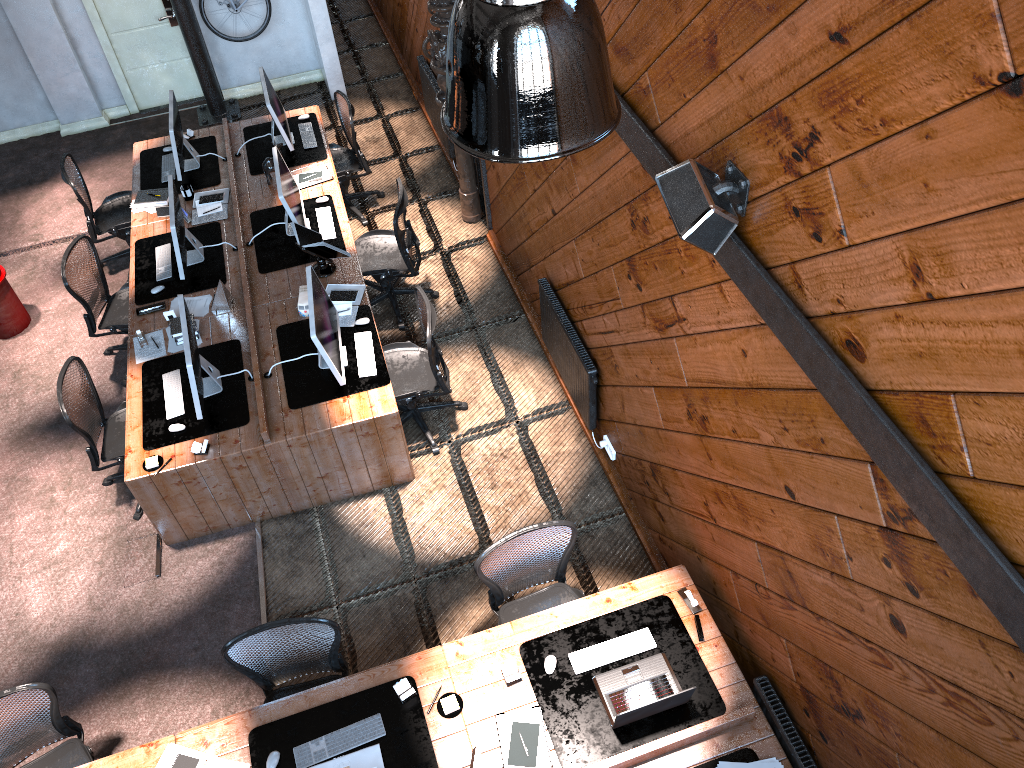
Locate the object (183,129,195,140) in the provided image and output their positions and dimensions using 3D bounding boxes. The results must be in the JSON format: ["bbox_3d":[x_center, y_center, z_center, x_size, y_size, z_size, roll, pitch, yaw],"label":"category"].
[{"bbox_3d":[-3.009,-2.313,8.220,0.082,0.063,0.106,32,58,30],"label":"object"}]

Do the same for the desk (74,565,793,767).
[{"bbox_3d":[-0.725,2.356,4.162,4.117,0.840,1.748,-16,48,-9],"label":"desk"}]

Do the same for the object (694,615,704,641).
[{"bbox_3d":[0.958,1.248,4.543,0.022,0.042,0.134,-5,47,1],"label":"object"}]

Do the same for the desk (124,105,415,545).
[{"bbox_3d":[-2.108,-0.810,7.232,1.748,0.840,4.117,-14,48,-8],"label":"desk"}]

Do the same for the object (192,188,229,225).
[{"bbox_3d":[-2.533,-1.500,7.440,0.304,0.017,0.467,-10,47,-4],"label":"object"}]

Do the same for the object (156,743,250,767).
[{"bbox_3d":[-1.503,1.896,4.199,0.467,0.017,0.304,8,49,13],"label":"object"}]

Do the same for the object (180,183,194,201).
[{"bbox_3d":[-2.755,-1.633,7.522,0.078,0.138,0.099,-3,47,2],"label":"object"}]

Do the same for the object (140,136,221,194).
[{"bbox_3d":[-2.963,-1.931,7.900,0.687,0.008,0.848,-15,48,-8],"label":"object"}]

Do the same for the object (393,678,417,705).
[{"bbox_3d":[-0.536,1.521,4.414,0.082,0.063,0.106,-30,51,-21],"label":"object"}]

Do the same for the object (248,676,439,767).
[{"bbox_3d":[-0.795,1.822,4.209,0.848,0.008,0.687,-16,48,-9],"label":"object"}]

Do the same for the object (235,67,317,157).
[{"bbox_3d":[-2.049,-2.402,7.876,0.648,0.576,0.799,19,52,21],"label":"object"}]

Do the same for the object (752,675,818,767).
[{"bbox_3d":[1.386,1.985,4.177,0.073,0.628,1.064,-16,48,-9],"label":"object"}]

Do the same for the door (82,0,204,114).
[{"bbox_3d":[-3.950,-3.984,9.378,1.013,2.268,0.064,-16,48,-9],"label":"door"}]

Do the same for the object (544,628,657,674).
[{"bbox_3d":[0.445,1.366,4.486,0.577,0.040,0.139,-14,47,-7],"label":"object"}]

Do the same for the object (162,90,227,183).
[{"bbox_3d":[-2.948,-2.135,7.720,0.692,0.581,0.586,21,53,23],"label":"object"}]

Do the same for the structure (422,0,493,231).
[{"bbox_3d":[-0.434,-2.591,7.433,0.500,2.745,1.003,-12,47,-5],"label":"structure"}]

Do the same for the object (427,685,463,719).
[{"bbox_3d":[-0.318,1.578,4.374,0.154,0.026,0.158,16,51,19],"label":"object"}]

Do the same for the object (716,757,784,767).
[{"bbox_3d":[0.751,1.911,3.960,1.058,0.002,0.356,-17,48,-10],"label":"object"}]

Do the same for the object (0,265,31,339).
[{"bbox_3d":[-4.400,-0.748,7.476,0.414,0.707,0.414,19,52,21],"label":"object"}]

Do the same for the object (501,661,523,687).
[{"bbox_3d":[-0.004,1.445,4.442,0.082,0.063,0.106,-18,48,-11],"label":"object"}]

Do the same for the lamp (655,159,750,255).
[{"bbox_3d":[0.686,-0.669,3.288,0.283,0.287,0.328,-16,48,-9],"label":"lamp"}]

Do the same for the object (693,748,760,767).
[{"bbox_3d":[0.827,2.039,3.848,0.848,0.008,0.687,-16,48,-9],"label":"object"}]

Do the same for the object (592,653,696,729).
[{"bbox_3d":[0.621,1.428,4.238,0.390,0.283,0.323,-16,48,-9],"label":"object"}]

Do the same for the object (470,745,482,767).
[{"bbox_3d":[-0.215,1.840,4.082,0.129,0.083,0.347,22,53,23],"label":"object"}]

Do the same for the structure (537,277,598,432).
[{"bbox_3d":[0.399,-0.197,6.296,0.073,0.628,1.064,-16,48,-9],"label":"structure"}]

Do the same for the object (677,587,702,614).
[{"bbox_3d":[0.932,1.122,4.649,0.054,0.064,0.159,-22,49,-14],"label":"object"}]

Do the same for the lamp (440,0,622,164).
[{"bbox_3d":[-0.040,-1.482,1.353,0.445,2.372,0.445,-18,48,-11],"label":"lamp"}]

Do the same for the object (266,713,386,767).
[{"bbox_3d":[-0.895,1.744,4.268,0.577,0.040,0.139,-17,48,-10],"label":"object"}]

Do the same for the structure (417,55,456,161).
[{"bbox_3d":[-0.738,-2.714,8.740,0.073,0.628,1.064,-16,48,-9],"label":"structure"}]

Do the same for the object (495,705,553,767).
[{"bbox_3d":[0.054,1.690,4.213,0.229,0.060,0.316,-10,47,-4],"label":"object"}]

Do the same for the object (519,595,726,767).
[{"bbox_3d":[0.534,1.462,4.412,0.848,0.008,0.687,-16,48,-9],"label":"object"}]

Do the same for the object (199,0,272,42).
[{"bbox_3d":[-2.746,-4.377,8.952,1.022,1.846,0.655,-36,54,-25],"label":"object"}]

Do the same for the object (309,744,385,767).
[{"bbox_3d":[-0.776,1.787,4.005,0.380,0.288,0.320,-16,48,-9],"label":"object"}]
